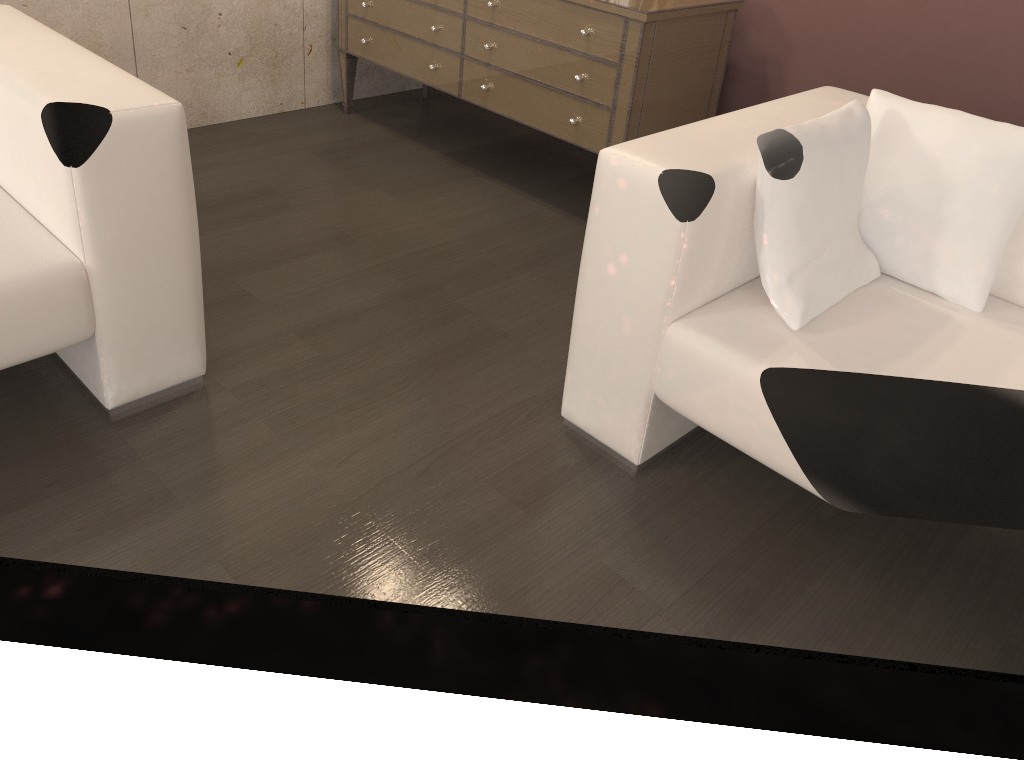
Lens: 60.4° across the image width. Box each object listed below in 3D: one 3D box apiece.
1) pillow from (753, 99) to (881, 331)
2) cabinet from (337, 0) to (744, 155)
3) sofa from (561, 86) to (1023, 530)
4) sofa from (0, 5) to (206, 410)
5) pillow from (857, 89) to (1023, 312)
[{"bbox_3d":[0.607,-0.343,1.729,0.191,0.340,0.385,29,38,33],"label":"pillow"},{"bbox_3d":[-0.011,-1.190,3.275,0.544,0.694,1.573,-23,42,-39],"label":"cabinet"},{"bbox_3d":[1.406,0.273,1.301,0.964,0.619,2.864,-23,43,-38],"label":"sofa"},{"bbox_3d":[-1.664,-0.150,1.460,0.970,0.619,2.074,31,40,34],"label":"sofa"},{"bbox_3d":[0.867,-0.393,1.845,0.387,0.343,0.173,31,38,34],"label":"pillow"}]
